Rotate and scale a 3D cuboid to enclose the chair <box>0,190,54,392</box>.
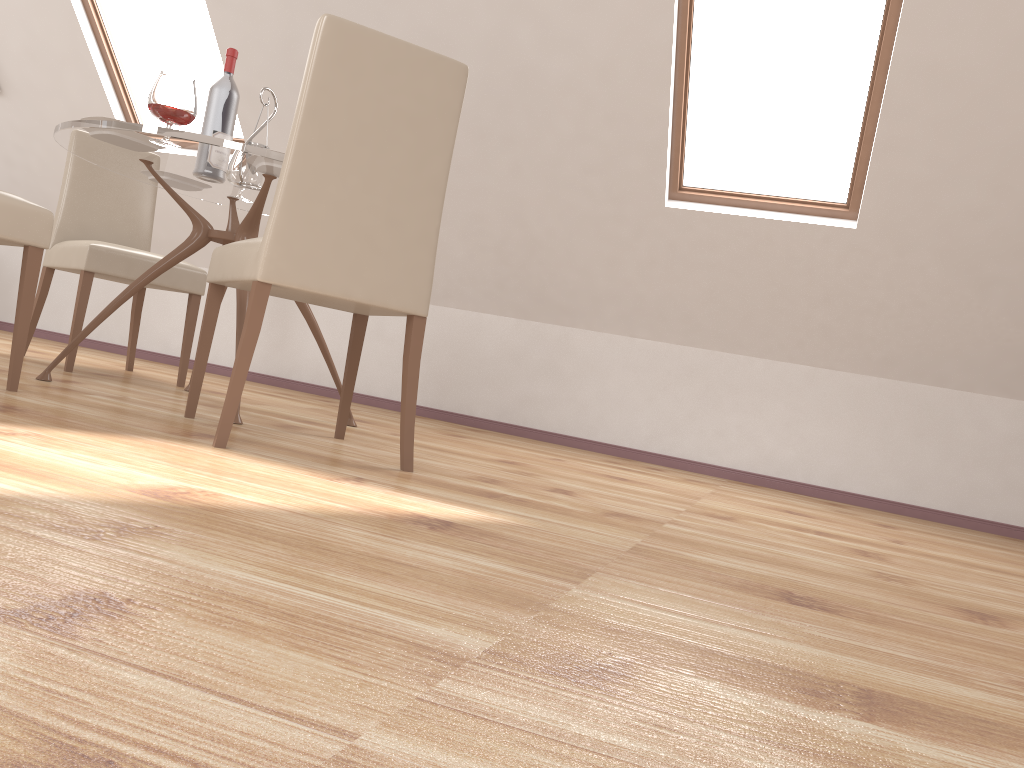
[{"bbox_3d":[-1.566,-0.537,2.255,0.477,0.999,0.618,11,0,42],"label":"chair"}]

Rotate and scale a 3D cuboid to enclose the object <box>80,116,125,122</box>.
[{"bbox_3d":[-1.151,-0.747,2.643,0.228,0.020,0.228,11,0,40],"label":"object"}]

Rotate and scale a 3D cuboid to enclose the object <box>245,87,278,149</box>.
[{"bbox_3d":[-0.855,-0.845,3.006,0.096,0.322,0.086,11,0,-19],"label":"object"}]

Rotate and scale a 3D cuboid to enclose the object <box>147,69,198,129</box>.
[{"bbox_3d":[-0.973,-0.796,2.543,0.136,0.183,0.136,11,0,-4],"label":"object"}]

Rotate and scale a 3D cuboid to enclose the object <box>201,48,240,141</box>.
[{"bbox_3d":[-0.993,-0.929,3.029,0.109,0.435,0.109,11,0,14],"label":"object"}]

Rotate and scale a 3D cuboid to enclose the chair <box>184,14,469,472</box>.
[{"bbox_3d":[-0.490,-0.336,2.323,0.477,0.999,0.618,11,0,-28],"label":"chair"}]

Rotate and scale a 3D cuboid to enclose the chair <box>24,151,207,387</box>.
[{"bbox_3d":[-1.608,-0.544,3.658,0.477,0.999,0.618,11,0,-45],"label":"chair"}]

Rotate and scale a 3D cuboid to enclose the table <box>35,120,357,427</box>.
[{"bbox_3d":[-0.957,-0.308,3.008,1.198,0.770,1.198,11,0,39],"label":"table"}]

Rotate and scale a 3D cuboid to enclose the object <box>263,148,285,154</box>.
[{"bbox_3d":[-0.675,-0.658,2.664,0.228,0.020,0.228,11,0,-27],"label":"object"}]
